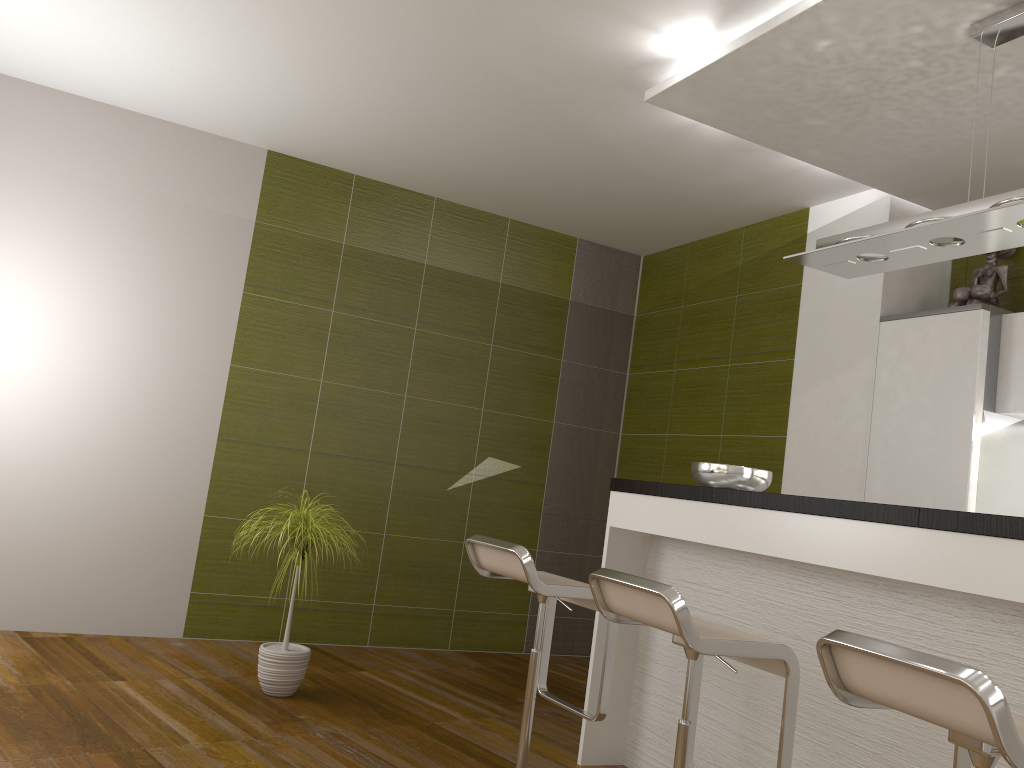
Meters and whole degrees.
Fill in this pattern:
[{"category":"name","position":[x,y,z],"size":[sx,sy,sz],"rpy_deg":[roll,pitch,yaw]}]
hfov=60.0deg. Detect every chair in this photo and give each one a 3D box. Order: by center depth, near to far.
[{"category":"chair","position":[0.817,0.922,1.601],"size":[0.460,0.857,0.418],"rpy_deg":[10,-7,-20]},{"category":"chair","position":[0.439,0.957,2.358],"size":[0.460,0.857,0.418],"rpy_deg":[11,-7,-25]},{"category":"chair","position":[0.061,0.993,3.114],"size":[0.460,0.857,0.418],"rpy_deg":[12,-8,-30]}]

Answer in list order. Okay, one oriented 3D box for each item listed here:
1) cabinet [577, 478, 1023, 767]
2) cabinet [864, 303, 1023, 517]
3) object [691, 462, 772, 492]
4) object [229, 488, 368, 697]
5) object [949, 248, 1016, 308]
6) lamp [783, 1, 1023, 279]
[{"category":"cabinet","position":[1.279,0.936,2.396],"size":[0.663,1.134,2.947],"rpy_deg":[11,-7,-26]},{"category":"cabinet","position":[2.719,0.690,2.743],"size":[0.724,2.089,3.471],"rpy_deg":[11,-7,-26]},{"category":"object","position":[0.859,0.380,3.491],"size":[0.311,0.105,0.311],"rpy_deg":[9,-7,-13]},{"category":"object","position":[-0.968,0.925,3.962],"size":[0.606,0.904,0.585],"rpy_deg":[4,-8,33]},{"category":"object","position":[2.197,-0.529,4.134],"size":[0.304,0.488,0.195],"rpy_deg":[11,-7,-28]},{"category":"lamp","position":[1.545,-0.793,2.569],"size":[0.326,0.683,1.677],"rpy_deg":[11,-7,-26]}]
